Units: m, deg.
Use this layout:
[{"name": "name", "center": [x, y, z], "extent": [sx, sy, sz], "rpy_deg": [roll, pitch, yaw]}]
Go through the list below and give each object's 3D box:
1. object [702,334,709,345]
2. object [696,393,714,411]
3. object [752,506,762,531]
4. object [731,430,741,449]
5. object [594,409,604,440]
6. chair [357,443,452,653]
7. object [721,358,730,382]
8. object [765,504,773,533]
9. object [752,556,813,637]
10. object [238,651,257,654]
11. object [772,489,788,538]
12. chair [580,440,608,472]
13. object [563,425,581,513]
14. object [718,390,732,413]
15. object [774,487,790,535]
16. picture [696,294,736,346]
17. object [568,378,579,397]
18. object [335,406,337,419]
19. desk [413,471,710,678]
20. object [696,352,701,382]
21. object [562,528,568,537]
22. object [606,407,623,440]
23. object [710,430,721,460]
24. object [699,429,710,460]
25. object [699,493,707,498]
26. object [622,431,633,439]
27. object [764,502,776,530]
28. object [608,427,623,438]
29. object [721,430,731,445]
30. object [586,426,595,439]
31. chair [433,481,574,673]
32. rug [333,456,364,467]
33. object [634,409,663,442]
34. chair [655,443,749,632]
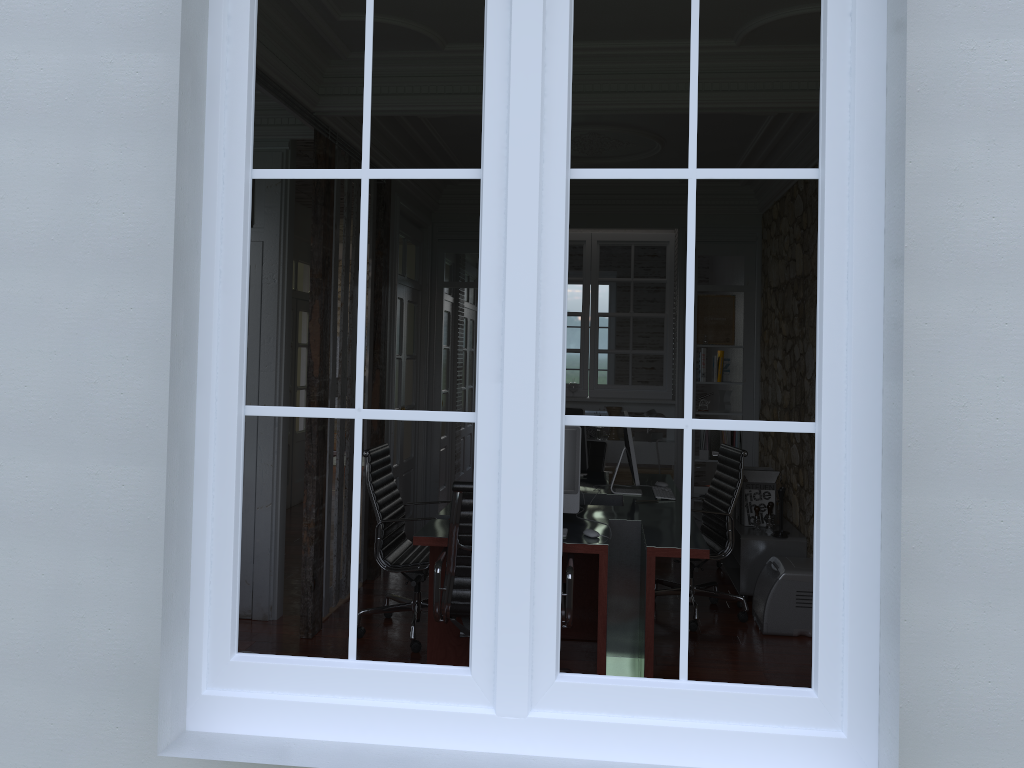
[{"name": "object", "center": [1.634, -0.374, 7.473], "extent": [0.056, 0.090, 0.056], "rpy_deg": [1, -1, 9]}, {"name": "object", "center": [1.615, 0.147, 7.510], "extent": [0.177, 0.161, 0.092], "rpy_deg": [1, 0, 34]}, {"name": "object", "center": [1.590, 0.867, 5.749], "extent": [0.048, 0.153, 0.088], "rpy_deg": [1, -1, 1]}, {"name": "object", "center": [1.900, 0.502, 7.503], "extent": [0.078, 0.278, 0.239], "rpy_deg": [1, 0, 10]}, {"name": "object", "center": [0.756, 0.331, 7.546], "extent": [0.128, 0.288, 0.128], "rpy_deg": [2, -1, -27]}, {"name": "chair", "center": [-0.500, 0.869, 4.919], "extent": [0.699, 1.024, 0.665], "rpy_deg": [1, -1, 1]}, {"name": "object", "center": [1.840, -0.141, 7.575], "extent": [0.078, 0.249, 0.115], "rpy_deg": [1, -1, 6]}, {"name": "object", "center": [1.656, 0.859, 5.695], "extent": [0.048, 0.176, 0.087], "rpy_deg": [1, -1, 17]}, {"name": "object", "center": [1.619, 1.227, 5.184], "extent": [0.362, 0.388, 0.400], "rpy_deg": [1, 0, 6]}, {"name": "object", "center": [-1.119, 1.293, 3.658], "extent": [0.235, 0.383, 0.220], "rpy_deg": [1, -1, -16]}, {"name": "object", "center": [1.679, 0.808, 5.539], "extent": [0.095, 0.289, 0.095], "rpy_deg": [1, -1, 2]}, {"name": "chair", "center": [0.374, 0.893, 6.563], "extent": [0.475, 0.920, 0.601], "rpy_deg": [1, -1, 36]}, {"name": "object", "center": [0.090, 0.438, 4.305], "extent": [0.484, 0.486, 0.189], "rpy_deg": [1, -1, 6]}, {"name": "object", "center": [1.807, 0.148, 7.516], "extent": [0.063, 0.189, 0.126], "rpy_deg": [2, -1, -21]}, {"name": "object", "center": [1.722, 0.806, 5.639], "extent": [0.095, 0.289, 0.095], "rpy_deg": [2, -1, -34]}, {"name": "picture", "center": [1.737, -0.546, 7.552], "extent": [0.326, 0.435, 0.009], "rpy_deg": [1, -1, 6]}, {"name": "object", "center": [0.539, 0.044, 7.792], "extent": [0.094, 0.188, 0.094], "rpy_deg": [2, -1, -19]}, {"name": "object", "center": [-2.679, 0.429, 13.432], "extent": [0.173, 0.193, 0.171], "rpy_deg": [1, 0, 6]}, {"name": "desk", "center": [0.334, 1.025, 5.116], "extent": [1.300, 0.728, 2.507], "rpy_deg": [1, 1, 6]}, {"name": "object", "center": [1.574, -0.148, 7.604], "extent": [0.078, 0.249, 0.115], "rpy_deg": [1, -1, 6]}, {"name": "object", "center": [0.035, 0.676, 4.080], "extent": [0.439, 0.017, 0.118], "rpy_deg": [1, 2, 6]}, {"name": "object", "center": [0.873, 0.337, 7.583], "extent": [0.143, 0.279, 0.143], "rpy_deg": [1, -1, 20]}, {"name": "object", "center": [1.732, 0.497, 7.543], "extent": [0.078, 0.278, 0.245], "rpy_deg": [1, 0, 11]}, {"name": "object", "center": [1.641, 0.495, 7.541], "extent": [0.078, 0.278, 0.239], "rpy_deg": [1, 0, 14]}, {"name": "object", "center": [1.771, 0.952, 7.558], "extent": [0.237, 0.040, 0.293], "rpy_deg": [0, 2, -38]}, {"name": "object", "center": [0.990, 0.435, 7.572], "extent": [0.093, 0.087, 0.091], "rpy_deg": [1, 0, 43]}, {"name": "object", "center": [1.693, 0.857, 5.793], "extent": [0.048, 0.176, 0.088], "rpy_deg": [2, -1, -20]}, {"name": "object", "center": [0.932, 0.394, 7.825], "extent": [0.159, 0.153, 0.216], "rpy_deg": [1, 1, -9]}, {"name": "object", "center": [1.810, 0.500, 7.498], "extent": [0.078, 0.278, 0.239], "rpy_deg": [1, 0, 12]}, {"name": "object", "center": [0.692, 0.378, 7.722], "extent": [0.158, 0.180, 0.383], "rpy_deg": [1, 1, 32]}, {"name": "chair", "center": [-0.044, 0.910, 3.904], "extent": [0.665, 1.024, 0.698], "rpy_deg": [1, 0, 10]}, {"name": "rug", "center": [-2.135, 1.106, 12.647], "extent": [1.068, 0.016, 1.068], "rpy_deg": [1, 2, 6]}, {"name": "object", "center": [1.165, 0.349, 7.555], "extent": [0.166, 0.273, 0.188], "rpy_deg": [1, -1, 41]}, {"name": "chair", "center": [1.073, 0.891, 5.388], "extent": [0.699, 1.024, 0.665], "rpy_deg": [1, -1, 2]}]
